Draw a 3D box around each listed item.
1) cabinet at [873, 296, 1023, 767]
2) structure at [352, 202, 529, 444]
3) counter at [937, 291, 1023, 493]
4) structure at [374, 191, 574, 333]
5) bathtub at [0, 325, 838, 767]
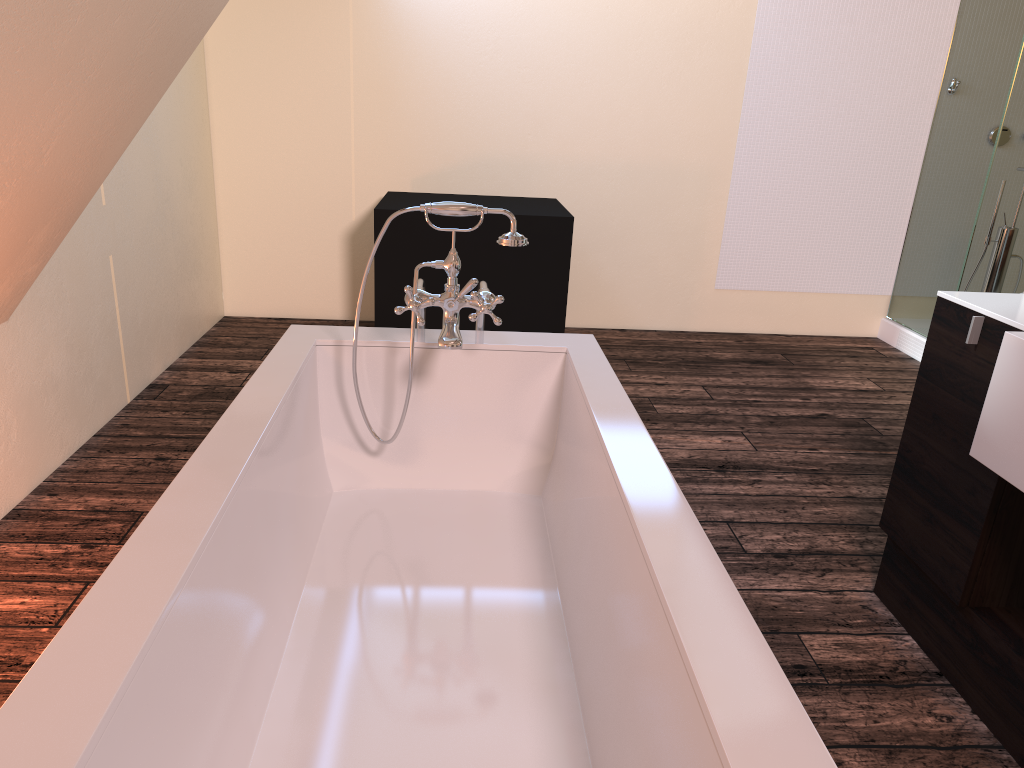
[{"bbox_3d":[1.220,0.510,1.453,0.386,0.935,1.831,2,20,-4],"label":"cabinet"},{"bbox_3d":[-0.156,0.043,2.265,0.384,1.135,0.547,7,21,10],"label":"structure"},{"bbox_3d":[1.209,0.201,1.332,0.442,0.300,1.831,2,19,-4],"label":"counter"},{"bbox_3d":[-0.205,-0.549,4.372,0.869,0.872,0.790,2,20,-4],"label":"structure"},{"bbox_3d":[-0.139,0.532,1.445,0.799,0.703,2.187,2,20,-4],"label":"bathtub"}]
